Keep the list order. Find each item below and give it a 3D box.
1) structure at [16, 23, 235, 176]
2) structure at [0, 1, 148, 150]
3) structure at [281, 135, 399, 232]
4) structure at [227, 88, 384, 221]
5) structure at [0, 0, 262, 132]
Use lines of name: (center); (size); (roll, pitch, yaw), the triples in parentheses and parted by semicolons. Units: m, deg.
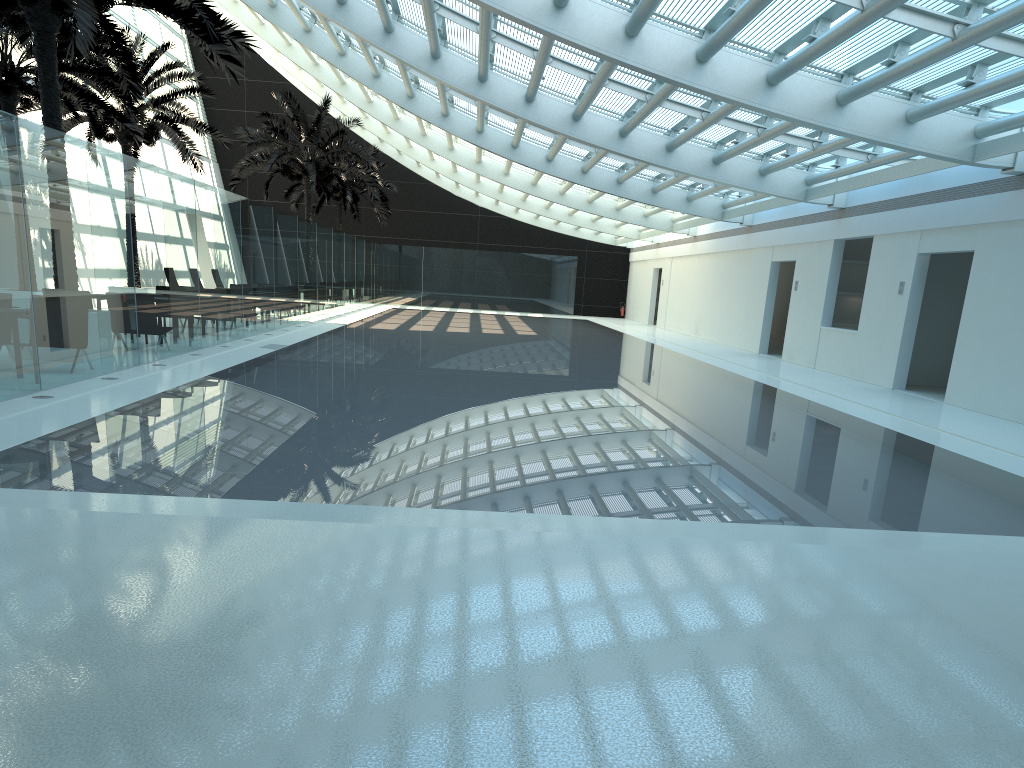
structure: (-9.959, -5.365, 22.329); (4.224, 7.163, 4.516); (11, 16, 30)
structure: (-9.496, -4.623, 16.576); (4.627, 7.101, 4.120); (-3, 15, -24)
structure: (-7.252, -7.053, 37.490); (4.443, 7.293, 4.632); (-3, 15, -24)
structure: (-6.926, -6.105, 29.652); (4.826, 7.295, 4.261); (1, 14, -9)
structure: (-6.093, -3.872, 11.233); (4.795, 7.295, 4.290); (7, 14, 15)
